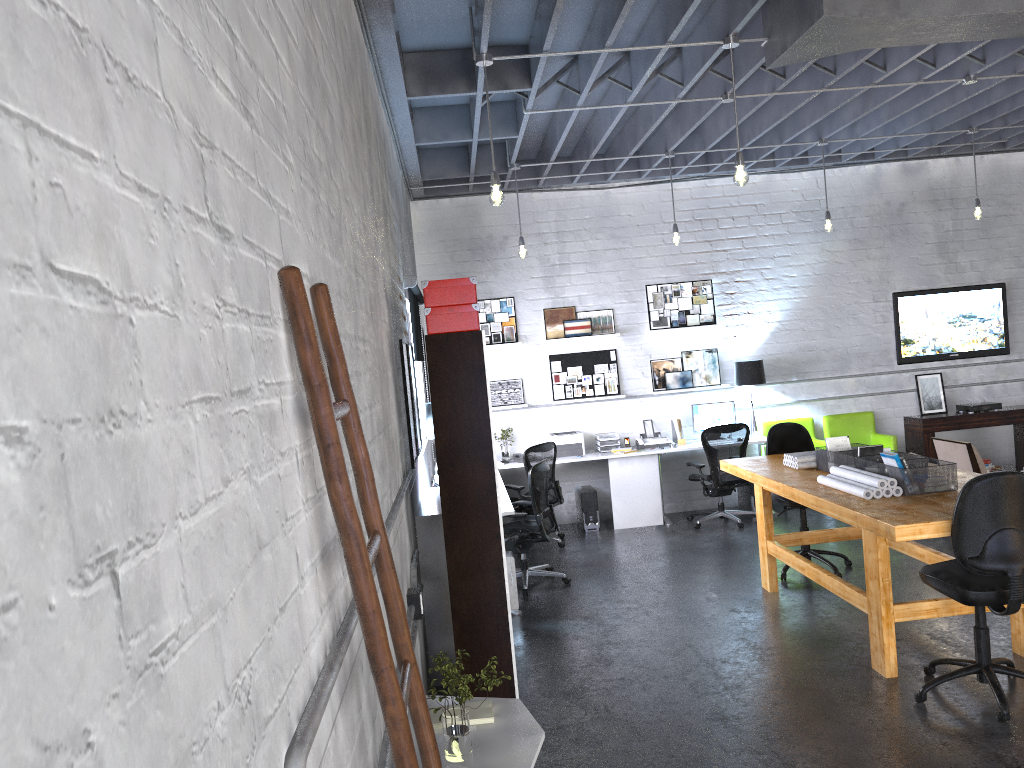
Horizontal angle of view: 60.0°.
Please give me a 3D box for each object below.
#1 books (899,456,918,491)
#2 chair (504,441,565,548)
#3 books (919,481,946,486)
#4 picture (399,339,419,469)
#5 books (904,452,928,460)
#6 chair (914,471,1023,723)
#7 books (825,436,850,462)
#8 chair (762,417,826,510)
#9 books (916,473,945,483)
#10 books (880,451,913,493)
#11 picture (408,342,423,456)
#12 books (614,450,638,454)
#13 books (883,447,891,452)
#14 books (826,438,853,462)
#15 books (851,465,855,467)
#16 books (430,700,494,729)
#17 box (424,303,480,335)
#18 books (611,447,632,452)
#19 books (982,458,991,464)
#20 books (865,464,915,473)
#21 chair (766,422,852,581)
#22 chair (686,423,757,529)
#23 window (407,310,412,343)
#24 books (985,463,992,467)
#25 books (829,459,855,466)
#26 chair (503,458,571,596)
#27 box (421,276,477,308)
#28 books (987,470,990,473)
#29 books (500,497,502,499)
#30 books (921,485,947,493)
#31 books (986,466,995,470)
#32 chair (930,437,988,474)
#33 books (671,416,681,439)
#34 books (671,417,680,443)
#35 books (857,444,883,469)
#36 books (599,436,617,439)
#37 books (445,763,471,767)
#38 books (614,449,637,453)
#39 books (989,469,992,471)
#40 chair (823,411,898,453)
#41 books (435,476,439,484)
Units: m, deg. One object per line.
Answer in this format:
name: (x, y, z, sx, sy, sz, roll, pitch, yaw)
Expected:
books: (2.244, 0.513, 5.080, 0.097, 0.209, 0.157, -5, 2, -4)
chair: (0.149, 1.103, 8.819, 0.753, 1.032, 0.731, -4, 3, 20)
books: (2.395, 0.564, 5.118, 0.141, 0.021, 0.203, -5, 2, -2)
picture: (-0.648, 0.113, 5.601, 0.020, 0.781, 0.606, -5, 2, -4)
books: (2.629, 0.522, 5.988, 0.244, 0.067, 0.298, -5, 2, 6)
chair: (2.293, 0.983, 4.423, 0.659, 1.166, 0.686, -5, 3, -5)
books: (2.274, 0.474, 6.164, 0.171, 0.211, 0.046, -5, 3, -3)
chair: (3.131, 0.856, 9.686, 0.611, 0.921, 0.515, -5, 3, -3)
books: (2.390, 0.543, 5.112, 0.127, 0.022, 0.181, -6, 2, -9)
books: (2.209, 0.504, 5.092, 0.108, 0.234, 0.166, -5, 3, -4)
picture: (-0.693, 0.094, 6.300, 0.020, 0.781, 0.606, -5, 2, -4)
books: (1.195, 0.712, 9.324, 0.211, 0.014, 0.148, -7, 2, -39)
books: (2.327, 0.499, 5.629, 0.143, 0.188, 0.061, -5, 3, -4)
books: (2.274, 0.481, 6.133, 0.158, 0.200, 0.082, -5, 3, -4)
books: (2.293, 0.540, 5.763, 0.248, 0.021, 0.176, -5, 2, -4)
books: (-0.196, 1.284, 3.445, 0.248, 0.021, 0.176, -5, 2, -4)
box: (-0.293, -0.317, 4.387, 0.270, 0.131, 0.206, -5, 2, -3)
books: (1.151, 0.688, 9.305, 0.211, 0.014, 0.148, -5, 2, 11)
books: (4.729, 0.791, 8.995, 0.185, 0.041, 0.128, -6, 2, -9)
books: (2.309, 0.512, 5.418, 0.232, 0.027, 0.185, -6, 2, -31)
chair: (2.316, 0.897, 6.992, 0.659, 1.166, 0.686, -5, 3, -5)
chair: (2.094, 0.915, 9.090, 0.731, 1.032, 0.753, -7, 3, -35)
window: (-0.881, -0.058, 7.557, 0.030, 1.221, 1.820, -5, 2, -4)
books: (4.733, 0.823, 9.004, 0.208, 0.024, 0.144, -6, 2, -18)
books: (2.284, 0.536, 5.986, 0.233, 0.022, 0.184, -5, 2, -5)
chair: (0.070, 1.158, 7.355, 0.753, 1.032, 0.731, -5, 3, 0)
box: (-0.305, -0.446, 4.380, 0.270, 0.131, 0.206, -5, 2, -3)
books: (4.541, 0.861, 8.709, 0.223, 0.027, 0.161, -5, 2, 6)
books: (-0.209, 0.901, 6.858, 0.212, 0.010, 0.170, -4, 2, 23)
books: (2.394, 0.589, 5.118, 0.155, 0.029, 0.225, -5, 2, -4)
books: (4.746, 0.847, 9.002, 0.161, 0.026, 0.223, -7, 2, -34)
chair: (4.150, 0.868, 7.670, 0.725, 0.843, 0.574, -5, 3, -3)
books: (1.787, 0.503, 9.641, 0.043, 0.296, 0.210, -5, 3, -4)
books: (1.779, 0.505, 9.637, 0.036, 0.296, 0.210, -5, 3, -4)
books: (2.260, 0.493, 5.593, 0.158, 0.214, 0.063, -5, 3, -4)
books: (1.032, 0.585, 9.624, 0.134, 0.008, 0.203, -6, 2, -20)
books: (-0.189, 1.272, 2.795, 0.185, 0.022, 0.234, -4, 2, 34)
books: (1.178, 0.700, 9.310, 0.211, 0.014, 0.148, -6, 2, -29)
books: (4.721, 0.877, 9.007, 0.223, 0.032, 0.161, -6, 2, -23)
chair: (3.821, 0.791, 9.727, 0.611, 0.921, 0.515, -5, 3, -3)
books: (-0.504, 0.830, 6.907, 0.172, 0.243, 0.026, -5, 3, -3)
